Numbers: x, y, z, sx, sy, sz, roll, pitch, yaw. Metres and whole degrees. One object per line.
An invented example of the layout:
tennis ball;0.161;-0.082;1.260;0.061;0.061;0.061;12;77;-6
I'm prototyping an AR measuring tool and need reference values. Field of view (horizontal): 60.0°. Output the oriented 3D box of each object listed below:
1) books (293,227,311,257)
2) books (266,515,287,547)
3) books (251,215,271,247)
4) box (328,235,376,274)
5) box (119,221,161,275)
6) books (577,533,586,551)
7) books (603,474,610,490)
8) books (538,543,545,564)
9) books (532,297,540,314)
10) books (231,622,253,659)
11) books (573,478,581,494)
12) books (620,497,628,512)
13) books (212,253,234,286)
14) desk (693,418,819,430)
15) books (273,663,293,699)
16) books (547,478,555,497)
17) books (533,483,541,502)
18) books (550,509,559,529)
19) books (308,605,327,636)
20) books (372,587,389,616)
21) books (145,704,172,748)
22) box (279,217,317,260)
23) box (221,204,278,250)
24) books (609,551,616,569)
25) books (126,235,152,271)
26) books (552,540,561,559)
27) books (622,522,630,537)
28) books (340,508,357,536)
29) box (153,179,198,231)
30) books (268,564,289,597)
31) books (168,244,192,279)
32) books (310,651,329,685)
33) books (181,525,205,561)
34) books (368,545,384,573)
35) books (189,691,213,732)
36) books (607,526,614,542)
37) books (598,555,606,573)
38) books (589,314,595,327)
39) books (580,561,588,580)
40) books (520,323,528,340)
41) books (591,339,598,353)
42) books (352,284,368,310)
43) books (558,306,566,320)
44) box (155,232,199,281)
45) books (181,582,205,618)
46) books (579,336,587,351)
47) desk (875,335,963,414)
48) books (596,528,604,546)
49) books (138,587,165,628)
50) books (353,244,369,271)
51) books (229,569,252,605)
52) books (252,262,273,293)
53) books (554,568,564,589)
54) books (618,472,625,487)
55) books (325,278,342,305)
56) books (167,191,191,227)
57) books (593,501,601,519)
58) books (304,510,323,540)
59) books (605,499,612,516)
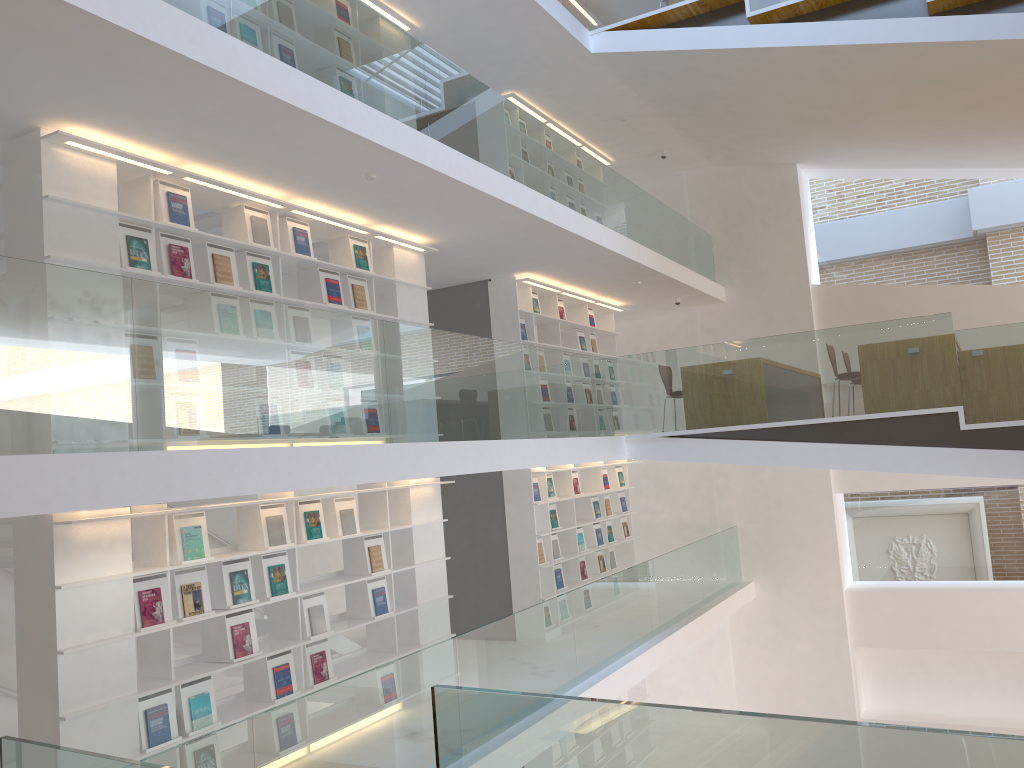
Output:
books;-1.548;-1.044;6.539;0.037;0.210;0.145;-7;-6;28
books;-1.589;0.994;5.987;0.037;0.210;0.145;-7;-6;28
books;-1.748;-1.059;6.170;0.037;0.210;0.145;-7;-6;28
box;-1.304;-1.032;7.219;0.274;0.296;0.245;-7;-6;28
box;-2.300;-0.792;5.308;0.274;0.296;0.245;-7;-6;28
books;0.808;1.853;10.391;0.037;0.210;0.145;-7;-6;28
books;1.192;1.249;11.245;0.037;0.210;0.145;-7;-6;28
books;0.298;1.805;9.453;0.037;0.210;0.145;-7;-6;28
books;0.270;-0.869;10.024;0.037;0.210;0.145;-7;-6;28
books;-1.710;1.628;5.621;0.037;0.210;0.145;-7;-6;28
books;0.758;1.212;10.447;0.037;0.210;0.145;-7;-6;28
books;1.476;1.599;11.687;0.037;0.210;0.145;-7;-6;28
books;-1.898;-0.745;5.825;0.037;0.210;0.145;-7;-6;28
desk;2.720;0.162;9.631;0.760;0.606;3.194;-7;-6;28
books;-1.521;1.975;5.892;0.037;0.210;0.145;-7;-6;28
books;0.424;1.149;9.840;0.037;0.210;0.145;-7;-6;28
books;0.259;1.167;9.522;0.037;0.210;0.145;-7;-6;28
books;0.466;1.501;9.828;0.037;0.210;0.145;-7;-6;28
books;-1.367;1.671;6.243;0.037;0.210;0.145;-7;-6;28
books;-1.020;1.691;6.884;0.037;0.210;0.145;-7;-6;28
books;-1.997;1.931;5.009;0.037;0.210;0.145;-7;-6;28
box;-1.643;-1.061;6.594;0.274;0.296;0.245;-7;-6;28
box;-1.842;-1.077;6.227;0.274;0.296;0.245;-7;-6;28
books;1.263;2.217;11.146;0.037;0.210;0.145;-7;-6;28
books;-2.210;-0.768;5.252;0.037;0.210;0.145;-7;-6;28
books;0.484;1.830;9.786;0.037;0.210;0.145;-7;-6;28
books;1.503;1.922;11.661;0.037;0.210;0.145;-7;-6;28
books;-1.226;1.044;6.653;0.037;0.210;0.145;-7;-6;28
box;-2.181;-1.106;5.603;0.274;0.296;0.245;-7;-6;28
books;-1.567;1.322;5.952;0.037;0.210;0.145;-7;-6;28
books;-2.064;-0.760;5.520;0.037;0.210;0.145;-7;-6;28
books;-1.345;1.990;6.215;0.037;0.210;0.145;-7;-6;28
books;-1.928;0.966;5.363;0.037;0.210;0.145;-7;-6;28
books;-1.056;1.365;6.899;0.037;0.210;0.145;-7;-6;28
books;-1.849;1.956;5.278;0.037;0.210;0.145;-7;-6;28
books;1.238;1.894;11.174;0.037;0.210;0.145;-7;-6;28
books;1.105;2.204;10.854;0.037;0.210;0.145;-7;-6;28
books;1.032;-0.789;11.425;0.037;0.210;0.145;-7;-6;28
books;0.834;2.178;10.362;0.037;0.210;0.145;-7;-6;28
books;0.121;-0.557;9.667;0.037;0.210;0.145;-7;-6;28
books;1.057;-0.476;11.397;0.037;0.210;0.145;-7;-6;28
books;-1.215;-0.688;7.082;0.037;0.210;0.145;-7;-6;28
books;0.599;-0.825;10.627;0.037;0.210;0.145;-7;-6;28
box;-2.166;-0.777;5.580;0.274;0.296;0.245;-7;-6;28
books;-1.917;1.306;5.330;0.037;0.210;0.145;-7;-6;28
books;0.890;-0.490;11.089;0.037;0.210;0.145;-7;-6;28
desk;4.330;0.036;8.761;1.248;0.757;3.196;-7;-6;28
books;1.078;1.881;10.880;0.037;0.210;0.145;-7;-6;28
books;-2.056;1.277;5.059;0.037;0.210;0.145;-7;-6;28
books;-1.214;-1.014;7.154;0.037;0.210;0.145;-7;-6;28
books;-1.732;1.298;5.659;0.037;0.210;0.145;-7;-6;28
books;-1.726;-0.731;6.135;0.037;0.210;0.145;-7;-6;28
books;0.521;2.148;9.780;0.037;0.210;0.145;-7;-6;28
books;1.447;1.265;11.717;0.037;0.210;0.145;-7;-6;28
books;-1.366;-0.703;6.805;0.037;0.210;0.145;-7;-6;28
books;-2.086;-1.089;5.549;0.037;0.210;0.145;-7;-6;28
books;1.049;1.547;10.910;0.037;0.210;0.145;-7;-6;28
books;-1.412;1.009;6.313;0.037;0.210;0.145;-7;-6;28
books;1.216;1.561;11.218;0.037;0.210;0.145;-7;-6;28
